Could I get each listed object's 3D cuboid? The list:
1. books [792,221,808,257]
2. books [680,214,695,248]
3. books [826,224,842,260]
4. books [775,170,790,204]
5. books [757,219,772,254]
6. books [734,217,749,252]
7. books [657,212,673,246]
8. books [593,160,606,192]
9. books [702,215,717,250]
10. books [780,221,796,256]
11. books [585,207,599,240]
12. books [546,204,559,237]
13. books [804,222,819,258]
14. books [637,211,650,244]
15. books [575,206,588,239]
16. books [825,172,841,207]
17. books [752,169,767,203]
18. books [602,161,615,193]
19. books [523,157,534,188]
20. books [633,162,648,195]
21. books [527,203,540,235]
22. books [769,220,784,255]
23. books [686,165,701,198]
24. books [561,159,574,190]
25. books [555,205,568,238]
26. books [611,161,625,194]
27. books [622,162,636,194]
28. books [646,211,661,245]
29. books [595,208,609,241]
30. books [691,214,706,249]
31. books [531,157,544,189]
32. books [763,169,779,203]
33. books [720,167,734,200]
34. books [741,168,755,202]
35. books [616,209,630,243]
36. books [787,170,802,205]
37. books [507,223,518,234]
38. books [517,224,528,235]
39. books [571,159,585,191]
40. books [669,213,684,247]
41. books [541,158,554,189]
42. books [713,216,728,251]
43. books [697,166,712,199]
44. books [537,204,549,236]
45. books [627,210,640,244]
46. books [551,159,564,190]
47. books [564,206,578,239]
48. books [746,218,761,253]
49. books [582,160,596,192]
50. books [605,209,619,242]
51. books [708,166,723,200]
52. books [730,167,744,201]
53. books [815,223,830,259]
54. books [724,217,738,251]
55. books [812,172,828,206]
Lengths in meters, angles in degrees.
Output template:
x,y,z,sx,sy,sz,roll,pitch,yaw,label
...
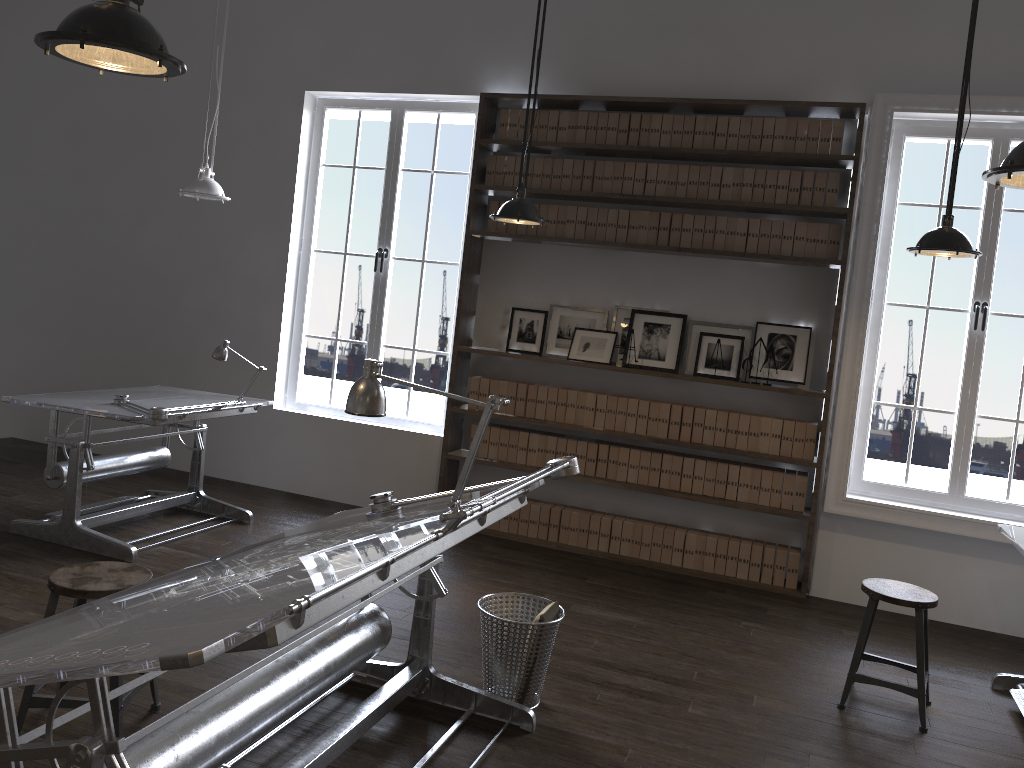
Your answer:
x,y,z,sx,sy,sz,roll,pitch,yaw,label
1.800,-0.891,5.532,0.067,0.225,0.174,7,3,19,books
1.149,-0.982,5.758,0.067,0.225,0.174,7,3,19,books
1.989,-0.865,5.472,0.067,0.225,0.174,7,3,19,books
1.703,-1.219,5.568,0.067,0.225,0.174,7,3,19,books
1.603,-0.919,5.605,0.067,0.225,0.174,7,3,19,books
1.468,-0.938,5.650,0.067,0.225,0.174,7,3,19,books
1.012,-1.001,5.804,0.067,0.225,0.174,7,3,19,books
0.604,-1.373,5.952,0.067,0.225,0.174,7,3,19,books
1.284,-0.964,5.716,0.067,0.225,0.174,7,3,19,books
1.733,-0.901,5.558,0.067,0.225,0.174,7,3,19,books
0.555,-1.065,5.966,0.067,0.225,0.174,7,3,19,books
0.298,-1.101,6.049,0.067,0.225,0.174,7,3,19,books
1.862,-0.882,5.510,0.067,0.225,0.174,7,3,19,books
0.881,-1.020,5.853,0.067,0.225,0.174,7,3,19,books
0.488,-1.074,5.985,0.067,0.225,0.174,7,3,19,books
1.982,-1.180,5.475,0.067,0.225,0.174,7,3,19,books
1.571,-1.238,5.618,0.067,0.225,0.174,7,3,19,books
0.665,-1.364,5.928,0.067,0.225,0.174,7,3,19,books
0.137,-1.438,6.110,0.067,0.225,0.174,7,3,19,books
0.860,-1.337,5.860,0.067,0.225,0.174,7,3,19,books
0.170,-1.119,6.100,0.067,0.225,0.174,7,3,19,books
1.669,-0.910,5.585,0.067,0.225,0.174,7,3,19,books
1.187,-1.291,5.752,0.067,0.225,0.174,7,3,19,books
0.396,-1.401,6.018,0.067,0.225,0.174,7,3,19,books
0.362,-1.092,6.032,0.067,0.225,0.174,7,3,19,books
0.723,-1.355,5.903,0.067,0.225,0.174,7,3,19,books
0.791,-1.346,5.880,0.067,0.225,0.174,7,3,19,books
0.944,-1.011,5.834,0.067,0.225,0.174,7,3,19,books
0.621,-1.056,5.945,0.067,0.225,0.174,7,3,19,books
1.217,-0.973,5.739,0.067,0.225,0.174,7,3,19,books
0.199,-1.429,6.084,0.067,0.225,0.174,7,3,19,books
1.638,-1.228,5.595,0.067,0.225,0.174,7,3,19,books
1.385,-1.263,5.679,0.067,0.225,0.174,7,3,19,books
1.506,-1.246,5.634,0.067,0.225,0.174,7,3,19,books
0.753,-1.037,5.892,0.067,0.225,0.174,7,3,19,books
1.771,-1.210,5.550,0.067,0.225,0.174,7,3,19,books
0.037,-1.138,6.146,0.067,0.225,0.174,7,3,19,books
0.102,-1.128,6.119,0.067,0.225,0.174,7,3,19,books
0.464,-1.392,6.000,0.067,0.225,0.174,7,3,19,books
1.084,-0.992,5.786,0.067,0.225,0.174,7,3,19,books
0.264,-1.420,6.068,0.067,0.225,0.174,7,3,19,books
1.345,-0.955,5.689,0.067,0.225,0.174,7,3,19,books
1.251,-1.282,5.727,0.067,0.225,0.174,7,3,19,books
0.236,-1.110,6.077,0.067,0.225,0.174,7,3,19,books
0.821,-1.028,5.869,0.067,0.225,0.174,7,3,19,books
0.331,-1.411,6.045,0.067,0.225,0.174,7,3,19,books
0.421,-1.084,6.010,0.067,0.225,0.174,7,3,19,books
1.535,-0.928,5.624,0.067,0.225,0.174,7,3,19,books
0.533,-1.382,5.970,0.067,0.225,0.174,7,3,19,books
0.686,-1.047,5.919,0.067,0.225,0.174,7,3,19,books
1.316,-1.273,5.701,0.067,0.225,0.174,7,3,19,books
1.444,-1.255,5.660,0.067,0.225,0.174,7,3,19,books
1.923,-0.874,5.494,0.067,0.225,0.174,7,3,19,books
1.409,-0.946,5.672,0.067,0.225,0.174,7,3,19,books
1.911,-1.190,5.502,0.067,0.225,0.174,7,3,19,books
